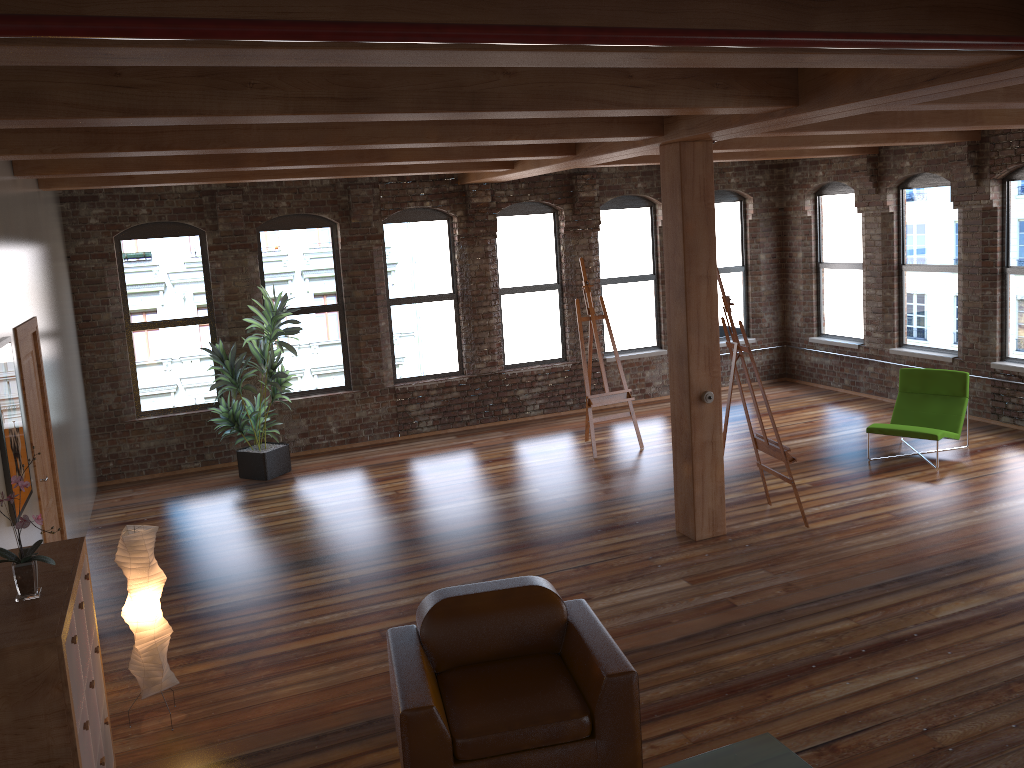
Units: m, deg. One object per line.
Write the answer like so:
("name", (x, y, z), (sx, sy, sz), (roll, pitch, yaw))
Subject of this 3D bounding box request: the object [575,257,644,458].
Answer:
("object", (0.950, -0.337, 9.859), (0.663, 2.127, 0.687), (-8, 9, -26))

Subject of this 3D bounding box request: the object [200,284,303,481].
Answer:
("object", (-2.841, -0.030, 9.672), (1.085, 2.090, 0.968), (-11, 11, -43))

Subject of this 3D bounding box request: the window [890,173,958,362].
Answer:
("window", (4.983, -1.422, 10.655), (0.232, 2.201, 0.973), (-7, 9, -21))

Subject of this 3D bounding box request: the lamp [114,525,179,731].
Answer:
("lamp", (-1.944, 1.295, 4.771), (0.261, 1.107, 0.272), (0, 9, 23))

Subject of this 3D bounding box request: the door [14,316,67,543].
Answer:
("door", (-3.291, 0.630, 6.114), (0.227, 2.107, 1.035), (-7, 9, -21))

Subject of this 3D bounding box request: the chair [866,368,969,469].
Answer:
("chair", (4.067, 0.315, 8.865), (0.681, 0.791, 0.961), (4, 12, 43))

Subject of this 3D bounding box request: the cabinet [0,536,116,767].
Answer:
("cabinet", (-1.966, 1.434, 3.721), (0.419, 1.201, 1.192), (-7, 9, -21))

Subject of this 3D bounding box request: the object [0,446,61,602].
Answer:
("object", (-1.990, 0.565, 3.498), (0.371, 0.585, 0.299), (-8, 9, -27))

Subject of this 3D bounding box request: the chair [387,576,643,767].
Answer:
("chair", (-0.028, 1.451, 4.245), (1.064, 0.731, 0.835), (-6, 9, -11))

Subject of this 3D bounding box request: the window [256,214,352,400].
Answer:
("window", (-2.493, -0.934, 10.578), (0.970, 2.156, 0.087), (-7, 8, -21))

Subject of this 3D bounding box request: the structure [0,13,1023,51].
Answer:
("structure", (1.268, -1.095, 2.745), (6.821, 0.111, 0.051), (-8, 9, -21))

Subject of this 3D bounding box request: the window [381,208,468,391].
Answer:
("window", (-1.106, -1.082, 11.052), (0.970, 2.214, 0.222), (-7, 8, -21))

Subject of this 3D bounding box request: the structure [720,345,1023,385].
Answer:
("structure", (6.504, 0.470, 6.899), (1.638, 0.311, 13.762), (-9, 11, -27))

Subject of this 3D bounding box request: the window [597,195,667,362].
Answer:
("window", (1.612, -1.460, 12.116), (0.970, 2.205, 0.219), (-7, 8, -21))

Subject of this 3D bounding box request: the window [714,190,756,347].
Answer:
("window", (2.988, -1.648, 12.654), (0.970, 2.205, 0.219), (-7, 8, -21))

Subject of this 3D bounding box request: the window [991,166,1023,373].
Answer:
("window", (5.531, -1.214, 9.301), (0.233, 2.201, 0.973), (-7, 9, -21))

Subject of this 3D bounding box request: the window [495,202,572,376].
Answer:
("window", (0.251, -1.268, 11.583), (0.970, 2.214, 0.222), (-7, 8, -21))

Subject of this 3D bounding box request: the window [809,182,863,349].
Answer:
("window", (4.426, -1.634, 12.033), (0.232, 2.201, 0.973), (-7, 9, -21))

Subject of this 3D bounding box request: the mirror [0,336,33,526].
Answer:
("mirror", (-2.804, 0.236, 4.959), (0.025, 0.946, 0.697), (-7, 9, -21))

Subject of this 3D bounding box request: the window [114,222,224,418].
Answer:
("window", (-3.875, -0.745, 10.038), (0.970, 2.156, 0.087), (-7, 8, -21))

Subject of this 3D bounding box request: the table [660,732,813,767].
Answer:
("table", (0.919, 1.805, 2.417), (0.941, 0.556, 1.880), (-7, 11, -21))

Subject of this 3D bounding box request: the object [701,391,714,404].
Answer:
("object", (1.516, 0.104, 6.820), (0.096, 0.095, 0.061), (-7, 9, -21))

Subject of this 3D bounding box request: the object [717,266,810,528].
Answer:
("object", (1.903, 0.082, 7.183), (0.685, 2.127, 0.665), (-5, 8, -11))
